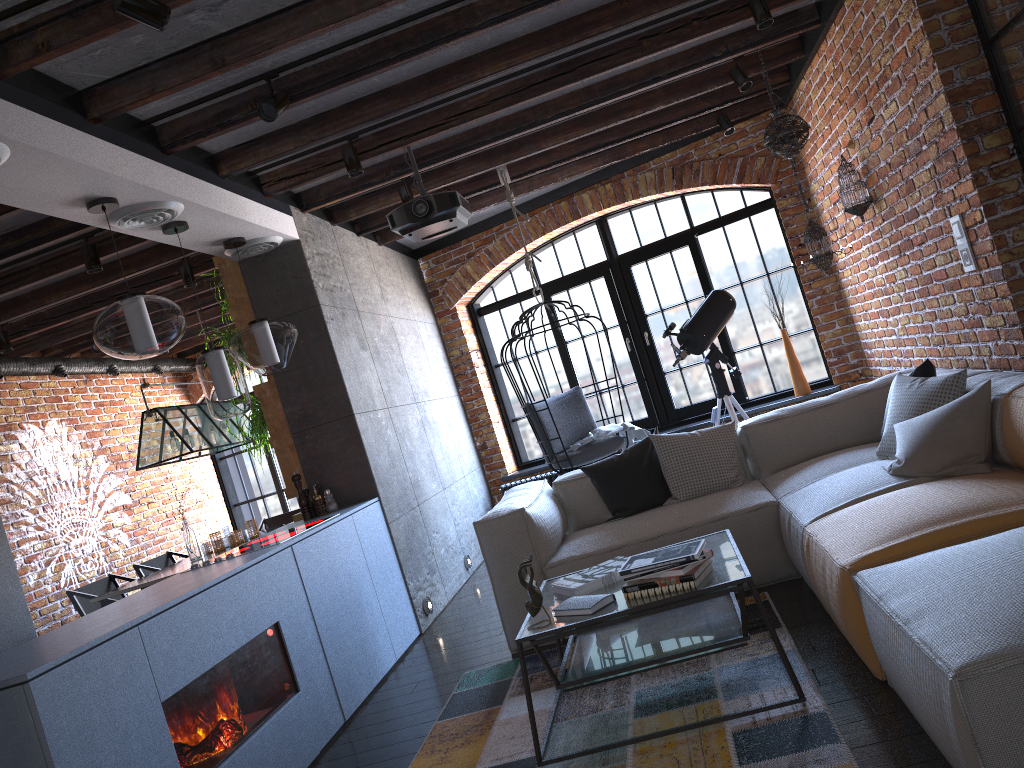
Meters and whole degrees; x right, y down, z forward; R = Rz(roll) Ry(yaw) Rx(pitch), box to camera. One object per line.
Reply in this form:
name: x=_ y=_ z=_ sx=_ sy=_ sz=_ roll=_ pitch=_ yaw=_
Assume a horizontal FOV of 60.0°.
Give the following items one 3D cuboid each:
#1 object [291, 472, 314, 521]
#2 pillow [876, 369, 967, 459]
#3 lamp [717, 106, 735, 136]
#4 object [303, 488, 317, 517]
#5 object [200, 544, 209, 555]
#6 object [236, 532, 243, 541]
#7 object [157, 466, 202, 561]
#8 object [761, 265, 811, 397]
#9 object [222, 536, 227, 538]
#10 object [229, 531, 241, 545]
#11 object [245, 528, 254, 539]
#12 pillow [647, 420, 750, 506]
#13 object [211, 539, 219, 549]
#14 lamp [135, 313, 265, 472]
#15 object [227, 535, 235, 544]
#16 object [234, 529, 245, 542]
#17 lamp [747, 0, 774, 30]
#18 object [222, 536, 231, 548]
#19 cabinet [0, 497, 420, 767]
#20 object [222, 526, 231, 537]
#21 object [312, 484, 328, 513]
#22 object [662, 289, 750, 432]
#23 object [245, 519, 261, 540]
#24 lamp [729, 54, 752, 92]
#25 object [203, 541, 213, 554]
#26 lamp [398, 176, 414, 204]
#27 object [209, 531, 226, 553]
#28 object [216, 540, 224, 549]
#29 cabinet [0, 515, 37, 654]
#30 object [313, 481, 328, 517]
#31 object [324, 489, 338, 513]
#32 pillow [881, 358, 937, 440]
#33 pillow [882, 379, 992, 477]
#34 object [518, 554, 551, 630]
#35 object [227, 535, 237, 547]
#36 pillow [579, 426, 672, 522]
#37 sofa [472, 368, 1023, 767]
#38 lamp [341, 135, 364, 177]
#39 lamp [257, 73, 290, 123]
object: x=-1.205 y=0.641 z=5.078 sx=0.061 sy=0.283 sz=0.061 roll=-18 pitch=-1 yaw=23
pillow: x=1.718 y=0.139 z=3.749 sx=0.293 sy=0.354 sz=0.496 roll=-17 pitch=-1 yaw=-6
lamp: x=1.538 y=-1.894 z=6.406 sx=0.093 sy=0.208 sz=0.134 roll=-17 pitch=-1 yaw=-15
object: x=-1.179 y=0.689 z=5.149 sx=0.048 sy=0.180 sz=0.048 roll=-17 pitch=-1 yaw=-31
object: x=-2.305 y=1.241 z=6.671 sx=0.060 sy=0.073 sz=0.060 roll=-18 pitch=-1 yaw=40
object: x=-2.106 y=1.182 z=6.851 sx=0.060 sy=0.073 sz=0.060 roll=-17 pitch=-1 yaw=-29
object: x=-2.363 y=0.919 z=6.370 sx=0.443 sy=0.708 sz=0.194 roll=-18 pitch=-1 yaw=24
object: x=2.104 y=-0.427 z=6.781 sx=0.270 sy=1.053 sz=0.299 roll=-18 pitch=-1 yaw=29
object: x=-2.208 y=1.213 z=6.815 sx=0.060 sy=0.073 sz=0.060 roll=-18 pitch=-1 yaw=40
object: x=-2.075 y=1.154 z=6.646 sx=0.061 sy=0.099 sz=0.061 roll=-17 pitch=-1 yaw=-43
object: x=-2.043 y=1.164 z=6.906 sx=0.060 sy=0.073 sz=0.060 roll=-18 pitch=-1 yaw=40
pillow: x=0.961 y=0.384 z=4.558 sx=0.543 sy=0.402 sz=0.250 roll=-17 pitch=-1 yaw=-9
object: x=-2.271 y=1.233 z=6.806 sx=0.060 sy=0.073 sz=0.060 roll=-18 pitch=-1 yaw=40
lamp: x=-2.524 y=-0.074 z=6.769 sx=0.465 sy=1.267 sz=1.258 roll=-18 pitch=-1 yaw=9
object: x=-2.147 y=1.194 z=6.800 sx=0.060 sy=0.073 sz=0.060 roll=-18 pitch=-1 yaw=40
object: x=-2.071 y=1.155 z=6.731 sx=0.061 sy=0.099 sz=0.061 roll=-18 pitch=-1 yaw=16
lamp: x=1.215 y=-1.846 z=4.346 sx=0.085 sy=0.194 sz=0.113 roll=-17 pitch=-1 yaw=-20
object: x=-2.160 y=1.196 z=6.697 sx=0.060 sy=0.073 sz=0.060 roll=-18 pitch=-1 yaw=40
cabinet: x=-1.162 y=1.188 z=3.740 sx=0.607 sy=0.844 sz=2.960 roll=-18 pitch=-1 yaw=9
object: x=-2.199 y=1.135 z=6.837 sx=0.060 sy=0.073 sz=0.060 roll=-17 pitch=-1 yaw=-14
object: x=-1.118 y=0.670 z=5.153 sx=0.048 sy=0.180 sz=0.048 roll=-17 pitch=-1 yaw=-8
object: x=1.447 y=0.093 z=6.307 sx=0.570 sy=1.471 sz=0.616 roll=-18 pitch=-1 yaw=35
object: x=-1.970 y=1.102 z=6.737 sx=0.086 sy=0.140 sz=0.086 roll=-17 pitch=-1 yaw=-1
lamp: x=1.373 y=-1.866 z=5.358 sx=0.090 sy=0.208 sz=0.134 roll=-17 pitch=-1 yaw=-24
object: x=-2.266 y=1.220 z=6.614 sx=0.054 sy=0.087 sz=0.054 roll=-18 pitch=-1 yaw=42
lamp: x=-0.676 y=-1.224 z=5.700 sx=0.083 sy=0.188 sz=0.116 roll=-17 pitch=-1 yaw=-28
object: x=-2.166 y=1.159 z=6.514 sx=0.086 sy=0.140 sz=0.086 roll=-17 pitch=-1 yaw=-18
object: x=-2.190 y=1.204 z=6.640 sx=0.060 sy=0.073 sz=0.060 roll=-18 pitch=-1 yaw=40
cabinet: x=-3.632 y=1.451 z=3.417 sx=0.713 sy=1.808 sz=4.173 roll=-18 pitch=-1 yaw=9
object: x=-1.101 y=0.656 z=5.073 sx=0.080 sy=0.192 sz=0.058 roll=-17 pitch=-1 yaw=-40
object: x=-1.050 y=0.671 z=5.115 sx=0.069 sy=0.135 sz=0.069 roll=-17 pitch=-1 yaw=-11
pillow: x=1.816 y=0.100 z=4.076 sx=0.263 sy=0.400 sz=0.510 roll=-18 pitch=-1 yaw=3
pillow: x=1.607 y=0.196 z=3.395 sx=0.358 sy=0.314 sz=0.485 roll=-17 pitch=-1 yaw=-38
object: x=0.073 y=0.675 z=2.886 sx=0.093 sy=0.223 sz=0.099 roll=-17 pitch=-1 yaw=-41
object: x=-2.061 y=1.157 z=6.531 sx=0.049 sy=0.080 sz=0.049 roll=-17 pitch=-1 yaw=-7
pillow: x=0.643 y=0.472 z=4.635 sx=0.538 sy=0.417 sz=0.238 roll=-17 pitch=-1 yaw=-2
sofa: x=0.965 y=0.609 z=3.390 sx=2.537 sy=0.697 sz=3.300 roll=-18 pitch=-1 yaw=8
lamp: x=-0.832 y=-1.200 z=4.683 sx=0.119 sy=0.184 sz=0.082 roll=-18 pitch=-1 yaw=5
lamp: x=-0.982 y=-1.168 z=3.638 sx=0.092 sy=0.201 sz=0.162 roll=-18 pitch=-1 yaw=26
